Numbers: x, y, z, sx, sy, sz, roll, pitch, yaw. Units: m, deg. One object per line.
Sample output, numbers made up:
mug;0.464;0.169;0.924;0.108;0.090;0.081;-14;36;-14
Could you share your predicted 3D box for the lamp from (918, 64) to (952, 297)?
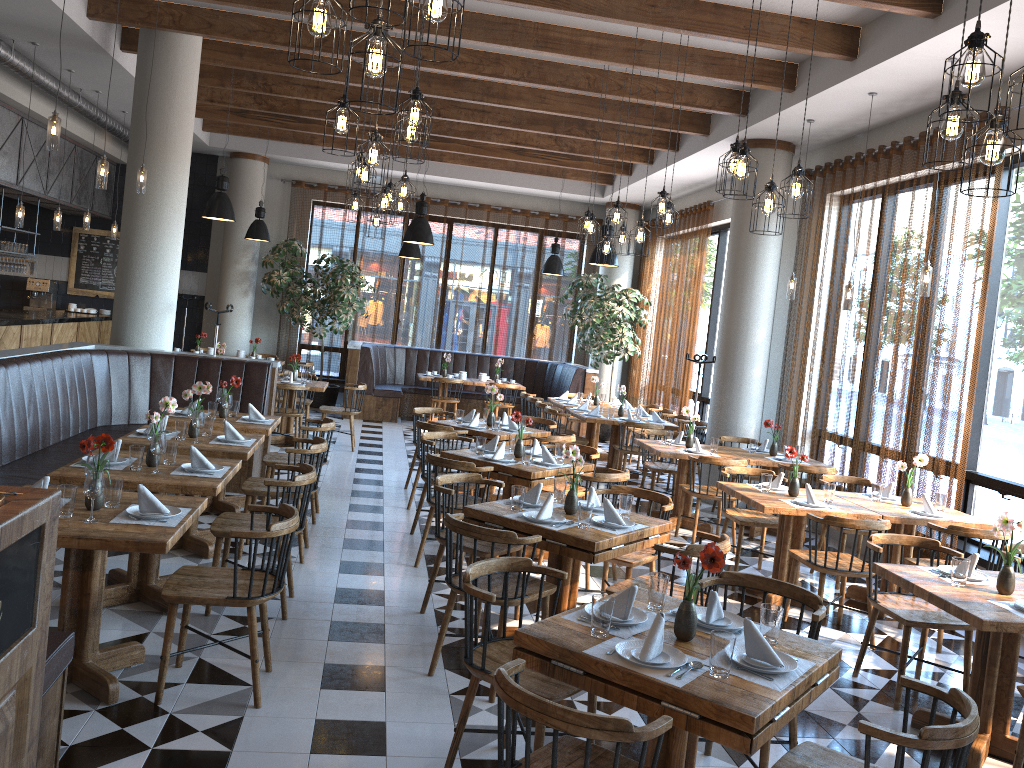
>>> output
lamp;3.173;-1.629;6.574;0.078;1.961;0.078;6;2;-1

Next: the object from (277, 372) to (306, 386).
object;-2.652;-0.072;10.637;0.351;0.137;0.272;6;4;-9

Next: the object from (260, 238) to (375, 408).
object;-3.318;-0.997;14.679;1.751;2.777;1.485;5;3;-28

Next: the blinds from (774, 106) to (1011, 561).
blinds;3.606;-0.273;6.289;0.160;3.575;7.284;6;4;-9

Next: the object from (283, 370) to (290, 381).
object;-2.793;-0.107;10.942;0.080;0.132;0.080;7;3;26

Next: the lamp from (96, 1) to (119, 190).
lamp;-3.106;-2.500;6.896;0.078;1.961;0.078;7;2;31

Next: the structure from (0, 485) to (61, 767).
structure;-1.342;0.906;1.551;0.645;1.298;1.048;6;3;-9

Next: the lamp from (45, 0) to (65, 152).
lamp;-2.937;-2.519;5.833;0.078;1.961;0.078;6;2;10

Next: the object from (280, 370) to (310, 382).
object;-2.720;-0.117;11.158;0.351;0.137;0.272;6;4;-9

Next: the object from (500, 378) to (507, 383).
object;-0.132;-0.063;14.799;0.176;0.067;0.176;6;4;5

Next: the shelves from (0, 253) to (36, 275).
shelves;-8.482;-2.008;14.629;1.040;0.297;0.301;6;3;-9

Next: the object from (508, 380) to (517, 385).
object;0.005;-0.032;14.568;0.175;0.067;0.176;5;4;-18

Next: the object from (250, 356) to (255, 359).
object;-3.949;-0.382;13.479;0.176;0.067;0.176;7;4;6

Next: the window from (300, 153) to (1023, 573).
window;2.169;-0.671;10.564;4.485;3.160;15.182;4;4;-32

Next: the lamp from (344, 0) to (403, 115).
lamp;-0.364;-1.953;2.948;0.175;2.068;0.175;7;2;35

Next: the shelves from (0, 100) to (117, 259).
shelves;-6.683;-2.618;12.056;0.681;1.792;5.879;6;4;-9

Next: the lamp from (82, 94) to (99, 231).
lamp;-5.207;-2.890;11.018;0.078;1.961;0.078;7;2;26

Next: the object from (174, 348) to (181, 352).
object;-5.122;-0.514;13.543;0.175;0.067;0.176;5;4;-17

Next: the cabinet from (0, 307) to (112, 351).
cabinet;-7.743;-0.465;11.931;3.025;1.163;6.009;6;4;-9

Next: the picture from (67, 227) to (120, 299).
picture;-6.956;-2.033;14.993;0.979;1.141;0.021;6;2;-9

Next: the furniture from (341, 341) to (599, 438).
furniture;-0.776;0.074;15.033;4.035;1.149;1.922;6;3;-9

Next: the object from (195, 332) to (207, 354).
object;-4.778;-0.625;13.602;0.171;0.355;0.156;5;2;-23

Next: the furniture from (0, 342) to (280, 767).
furniture;-2.831;0.540;5.444;1.916;1.148;6.604;6;4;-9

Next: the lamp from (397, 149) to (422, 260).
lamp;-1.498;-2.888;13.779;0.390;1.862;0.391;6;2;-6

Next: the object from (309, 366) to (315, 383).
object;-2.484;-0.118;10.981;0.081;0.215;0.081;8;3;45

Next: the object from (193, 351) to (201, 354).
object;-4.762;-0.462;13.357;0.176;0.067;0.175;10;5;43

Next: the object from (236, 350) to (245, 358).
object;-4.211;-0.461;13.763;0.130;0.128;0.129;8;4;35

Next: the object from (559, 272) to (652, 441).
object;1.356;-0.500;14.801;1.759;2.777;1.478;8;3;40

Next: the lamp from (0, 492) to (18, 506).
lamp;-1.243;0.140;1.809;0.444;0.755;0.170;5;2;-33

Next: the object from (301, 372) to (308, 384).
object;-2.544;-0.074;10.853;0.080;0.132;0.080;7;2;21

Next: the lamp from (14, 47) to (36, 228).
lamp;-4.924;-2.571;9.007;0.078;1.961;0.078;7;2;23

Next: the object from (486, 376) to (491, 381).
object;-0.421;-0.096;14.806;0.176;0.067;0.175;9;5;36

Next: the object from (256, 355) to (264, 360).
object;-4.001;-0.426;14.004;0.176;0.067;0.175;9;5;36

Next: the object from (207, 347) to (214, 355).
object;-4.604;-0.490;13.562;0.130;0.128;0.129;8;4;35

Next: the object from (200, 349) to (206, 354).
object;-4.861;-0.505;13.821;0.176;0.067;0.176;6;4;5

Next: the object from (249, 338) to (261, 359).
object;-3.969;-0.544;13.691;0.171;0.355;0.156;8;3;39

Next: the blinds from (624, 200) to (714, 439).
blinds;2.434;-0.971;14.250;0.155;3.577;3.206;6;3;-9

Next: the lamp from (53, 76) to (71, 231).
lamp;-5.071;-2.720;10.044;0.078;1.961;0.078;5;2;-23

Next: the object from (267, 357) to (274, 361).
object;-3.724;-0.375;13.725;0.175;0.067;0.176;5;4;-23

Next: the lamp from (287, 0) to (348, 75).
lamp;-0.563;-2.110;3.001;0.175;2.068;0.175;6;2;2

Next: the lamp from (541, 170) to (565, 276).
lamp;0.748;-2.669;14.122;0.390;1.862;0.391;6;2;4

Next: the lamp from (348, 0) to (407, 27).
lamp;-0.307;-2.162;2.712;0.175;2.068;0.175;7;2;35

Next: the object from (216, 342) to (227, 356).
object;-3.543;-0.310;10.763;0.207;0.399;0.146;8;3;40

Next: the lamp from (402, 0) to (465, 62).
lamp;-0.154;-2.098;2.848;0.175;2.068;0.175;7;2;24

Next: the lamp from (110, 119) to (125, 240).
lamp;-5.379;-2.957;12.163;0.078;1.961;0.078;6;2;-1

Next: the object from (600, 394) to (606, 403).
object;1.309;0.208;12.740;0.080;0.132;0.080;5;3;-24

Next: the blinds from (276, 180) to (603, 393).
blinds;-1.270;-1.480;15.752;5.539;3.577;0.155;6;2;-8

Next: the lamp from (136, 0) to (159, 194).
lamp;-3.257;-2.701;7.989;0.078;1.961;0.078;5;2;-33

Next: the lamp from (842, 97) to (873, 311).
lamp;3.004;-1.609;7.637;0.078;1.961;0.078;7;2;31

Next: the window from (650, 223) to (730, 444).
window;2.847;-0.780;13.096;0.364;3.161;4.979;6;3;-9

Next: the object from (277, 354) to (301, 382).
object;-2.741;-0.208;10.860;0.295;0.355;0.166;6;2;-3
